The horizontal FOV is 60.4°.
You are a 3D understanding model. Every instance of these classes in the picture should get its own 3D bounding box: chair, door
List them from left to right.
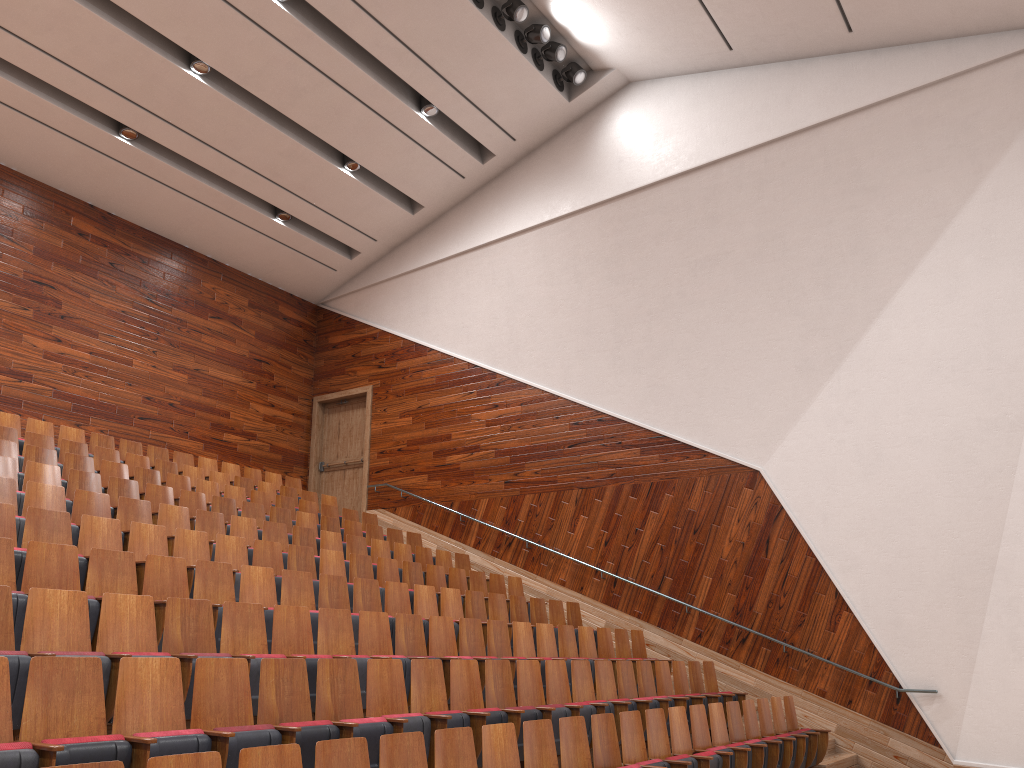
[{"bbox_3d":[-0.338,0.113,0.612,0.777,0.363,1.209,-9,-19,33],"label":"chair"},{"bbox_3d":[-0.289,0.130,1.506,0.141,0.233,0.025,-7,-13,34],"label":"door"}]

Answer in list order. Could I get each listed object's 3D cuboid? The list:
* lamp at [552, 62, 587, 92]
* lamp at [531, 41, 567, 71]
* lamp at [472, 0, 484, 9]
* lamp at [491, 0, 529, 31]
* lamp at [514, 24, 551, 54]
[{"bbox_3d":[0.081,-0.423,1.204,0.045,0.031,0.031,-9,-17,33],"label":"lamp"},{"bbox_3d":[0.051,-0.436,1.161,0.045,0.030,0.031,-9,-17,33],"label":"lamp"},{"bbox_3d":[-0.026,-0.472,1.050,0.045,0.031,0.031,-9,-17,33],"label":"lamp"},{"bbox_3d":[0.000,-0.460,1.087,0.045,0.031,0.031,-9,-17,33],"label":"lamp"},{"bbox_3d":[0.029,-0.447,1.129,0.044,0.030,0.031,-9,-17,33],"label":"lamp"}]
